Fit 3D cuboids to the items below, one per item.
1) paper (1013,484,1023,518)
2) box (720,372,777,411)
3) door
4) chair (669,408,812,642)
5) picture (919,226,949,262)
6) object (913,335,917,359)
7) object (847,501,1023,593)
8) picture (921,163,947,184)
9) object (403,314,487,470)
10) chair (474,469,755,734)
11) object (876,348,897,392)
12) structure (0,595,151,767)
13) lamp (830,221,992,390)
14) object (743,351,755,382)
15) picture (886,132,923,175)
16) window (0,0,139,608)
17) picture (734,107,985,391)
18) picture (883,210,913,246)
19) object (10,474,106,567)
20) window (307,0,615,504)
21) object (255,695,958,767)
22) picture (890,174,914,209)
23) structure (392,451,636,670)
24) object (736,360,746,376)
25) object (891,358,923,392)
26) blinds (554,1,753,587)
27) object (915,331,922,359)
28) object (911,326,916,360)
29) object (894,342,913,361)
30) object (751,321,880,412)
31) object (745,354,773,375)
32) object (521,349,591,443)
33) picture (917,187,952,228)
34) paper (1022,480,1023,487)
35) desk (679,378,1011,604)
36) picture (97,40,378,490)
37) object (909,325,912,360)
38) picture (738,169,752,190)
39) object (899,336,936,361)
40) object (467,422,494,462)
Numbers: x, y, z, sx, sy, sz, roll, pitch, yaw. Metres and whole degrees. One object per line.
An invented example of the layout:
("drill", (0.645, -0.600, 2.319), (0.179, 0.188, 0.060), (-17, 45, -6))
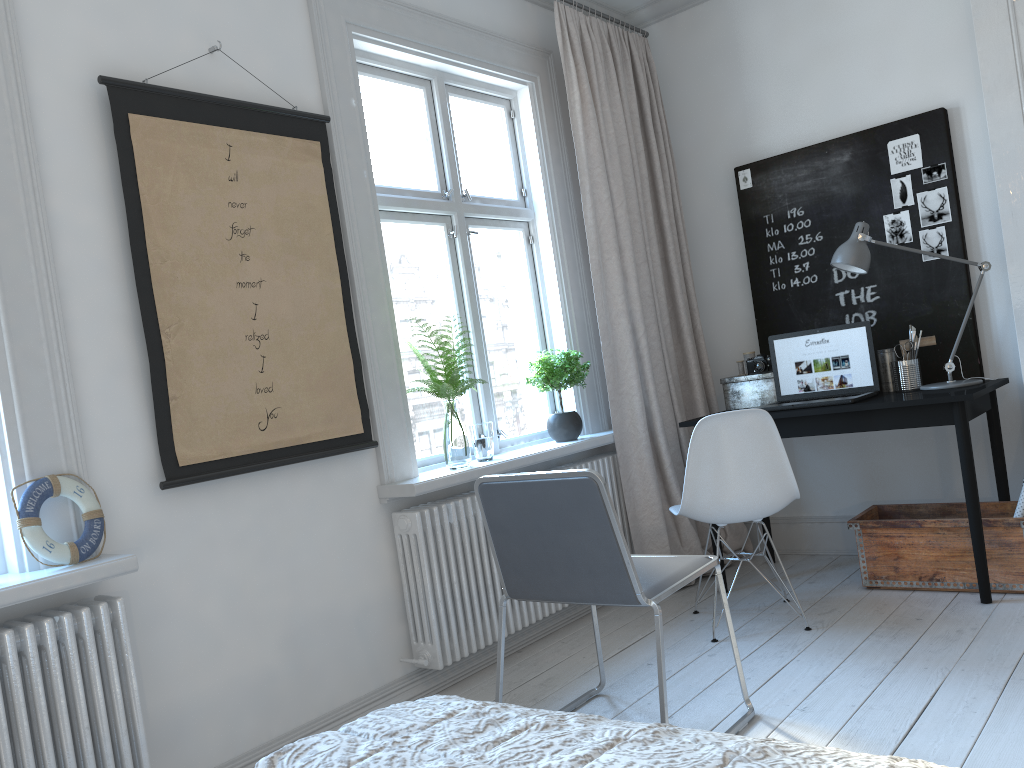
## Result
("paper", (1.938, 0.416, 3.338), (0.283, 0.627, 0.041), (-8, 1, 18))
("box", (1.143, 0.027, 4.109), (0.317, 0.152, 0.192), (-8, 0, 39))
("door", (3.126, -0.690, 2.915), (2.602, 2.506, 0.577), (-8, 1, 39))
("chair", (0.850, 0.497, 3.363), (0.474, 0.824, 0.554), (-8, 1, 4))
("picture", (1.798, -0.600, 3.780), (0.103, 0.136, 0.001), (-8, 1, 39))
("object", (1.672, -0.088, 3.695), (0.082, 0.222, 0.009), (-9, 1, -21))
("object", (1.731, 0.640, 3.497), (0.665, 0.282, 0.339), (-8, 0, 39))
("picture", (1.786, -0.893, 3.750), (0.095, 0.071, 0.001), (-8, 1, 39))
("object", (-0.256, 0.035, 3.278), (0.304, 0.565, 0.414), (-9, 1, -17))
("chair", (0.270, 0.598, 2.490), (0.563, 0.798, 0.524), (-8, 1, 39))
("object", (1.626, -0.057, 3.821), (0.079, 0.188, 0.078), (-8, 1, 18))
("structure", (-1.435, 0.873, 1.723), (0.195, 0.547, 1.503), (-8, 1, 39))
("lamp", (1.635, -0.329, 3.598), (0.617, 0.716, 0.230), (-8, 1, 10))
("object", (1.085, -0.080, 4.110), (0.056, 0.130, 0.167), (-8, 1, 38))
("picture", (1.691, -0.993, 3.812), (0.148, 0.154, 0.004), (-8, 1, 39))
("window", (-5.046, 0.032, 0.312), (11.981, 7.011, 7.967), (-8, 1, 39))
("picture", (1.542, -0.528, 4.036), (0.954, 1.172, 0.063), (-8, 1, 39))
("picture", (1.682, -0.676, 3.863), (0.107, 0.150, 0.001), (-8, 1, 39))
("object", (-1.105, 0.334, 2.180), (0.079, 0.227, 0.235), (-8, 1, 25))
("window", (-16.886, 0.155, 3.879), (26.577, 15.025, 25.605), (-8, 0, 39))
("object", (0.330, 0.424, 0.821), (1.462, 0.104, 0.404), (-8, 0, 39))
("picture", (1.689, -0.831, 3.837), (0.084, 0.146, 0.002), (-8, 1, 39))
("structure", (0.084, 0.646, 3.601), (0.195, 0.547, 1.503), (-8, 1, 39))
("object", (1.085, -0.076, 4.196), (0.040, 0.069, 0.039), (-8, 1, 27))
("object", (1.653, -0.036, 3.709), (0.108, 0.128, 0.108), (-9, 1, -36))
("blinds", (0.680, -0.400, 4.119), (0.225, 2.648, 0.830), (-8, 1, 39))
("object", (1.676, -0.098, 3.683), (0.084, 0.240, 0.009), (-8, 1, 16))
("object", (1.672, -0.110, 3.703), (0.062, 0.264, 0.012), (-9, 1, -8))
("object", (1.646, -0.076, 3.724), (0.050, 0.198, 0.081), (-9, 1, -26))
("object", (1.235, -0.067, 3.688), (0.446, 0.315, 0.325), (-8, 1, 39))
("object", (1.115, -0.089, 3.998), (0.137, 0.087, 0.073), (-8, 1, 39))
("object", (0.201, 0.046, 3.840), (0.309, 0.407, 0.271), (-9, 1, -1))
("picture", (1.791, -0.753, 3.764), (0.121, 0.153, 0.002), (-8, 1, 39))
("paper", (1.972, 0.393, 3.384), (0.266, 0.669, 0.043), (-9, 1, -5))
("desk", (1.423, 0.446, 3.719), (1.161, 0.759, 0.650), (-8, 1, 39))
("picture", (-0.809, -0.395, 2.719), (0.057, 1.313, 0.792), (-8, 1, 39))
("object", (1.668, -0.113, 3.706), (0.060, 0.267, 0.008), (-9, 1, -34))
("picture", (1.124, -0.986, 4.272), (0.061, 0.088, 0.004), (-8, 1, 36))
("object", (1.716, -0.089, 3.721), (0.138, 0.209, 0.034), (-8, 1, 19))
("object", (-0.114, 0.225, 3.428), (0.097, 0.146, 0.097), (-8, 1, 45))
